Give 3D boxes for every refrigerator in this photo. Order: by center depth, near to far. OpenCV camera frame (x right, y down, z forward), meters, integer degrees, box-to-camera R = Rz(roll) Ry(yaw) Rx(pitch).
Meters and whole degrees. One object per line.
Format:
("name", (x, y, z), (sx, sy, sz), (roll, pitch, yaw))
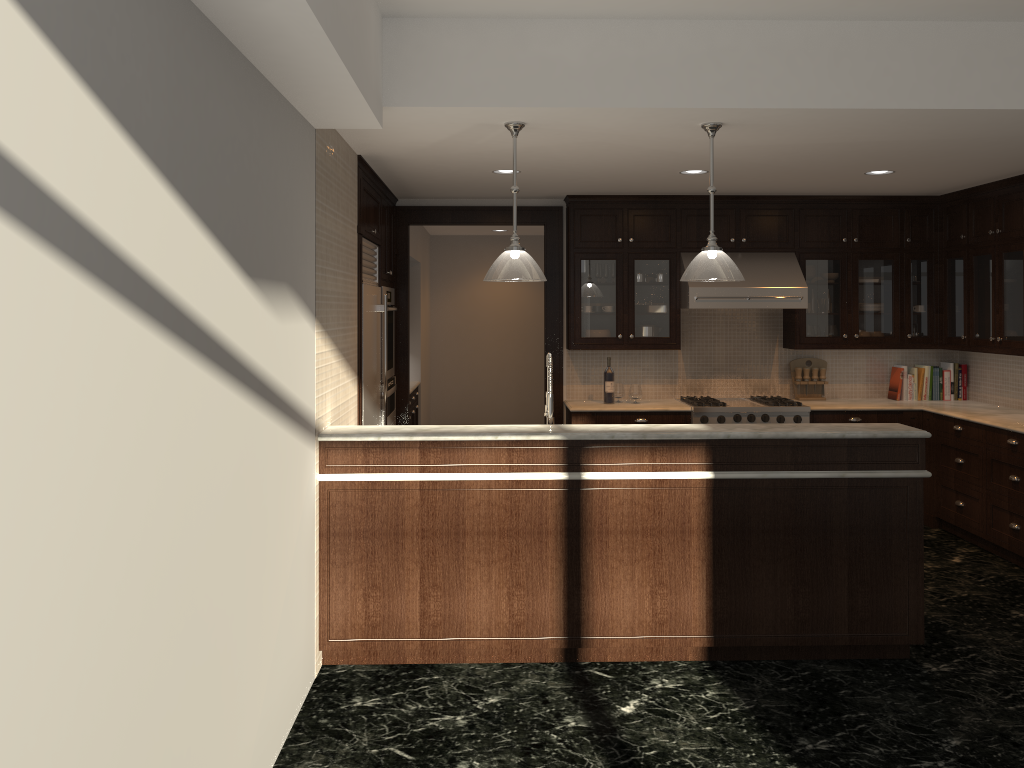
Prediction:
("refrigerator", (-1.225, 0.111, 5.900), (0.687, 2.123, 0.890), (0, 0, -1))

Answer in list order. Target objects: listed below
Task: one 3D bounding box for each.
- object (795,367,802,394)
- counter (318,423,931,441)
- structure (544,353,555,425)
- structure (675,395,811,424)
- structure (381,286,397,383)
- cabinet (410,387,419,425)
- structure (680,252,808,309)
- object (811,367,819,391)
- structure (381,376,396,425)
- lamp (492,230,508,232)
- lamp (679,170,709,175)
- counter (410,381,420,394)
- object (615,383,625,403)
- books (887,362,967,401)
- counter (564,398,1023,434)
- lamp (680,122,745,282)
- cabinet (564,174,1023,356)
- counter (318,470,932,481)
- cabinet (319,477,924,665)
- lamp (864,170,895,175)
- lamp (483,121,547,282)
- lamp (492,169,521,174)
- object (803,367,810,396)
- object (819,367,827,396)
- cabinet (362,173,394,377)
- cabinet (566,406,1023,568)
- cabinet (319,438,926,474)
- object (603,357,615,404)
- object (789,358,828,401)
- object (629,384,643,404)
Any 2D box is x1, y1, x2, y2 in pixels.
("object", (2.389, -0.026, 7.358), (0.061, 0.229, 0.061), (0, 0, -20))
("counter", (0.530, 0.229, 4.254), (2.853, 0.032, 0.329), (0, 5, -1))
("structure", (0.195, 0.101, 4.647), (0.051, 0.531, 0.243), (0, 0, -2))
("structure", (1.834, 0.543, 7.104), (0.905, 0.838, 0.720), (0, 2, -1))
("structure", (-1.205, -0.391, 6.787), (0.613, 0.701, 0.759), (0, 2, -1))
("cabinet", (-0.975, 0.456, 8.436), (0.057, 0.746, 1.796), (0, 4, -1))
("structure", (1.832, -0.849, 7.144), (0.930, 0.478, 0.641), (0, 3, -1))
("object", (2.527, -0.028, 7.362), (0.061, 0.226, 0.061), (0, 0, -32))
("structure", (-1.250, 0.165, 6.780), (0.665, 0.389, 0.764), (0, 4, -1))
("lamp", (-0.142, -1.857, 10.321), (0.198, 0.137, 0.198), (-2, 3, -26))
("lamp", (1.226, -1.492, 5.952), (0.198, 0.137, 0.198), (-2, 4, -36))
("counter", (-1.303, 0.066, 8.432), (0.709, 0.032, 1.861), (0, 5, -1))
("object", (0.868, 0.074, 7.206), (0.112, 0.151, 0.112), (0, 1, -9))
("books", (3.470, -0.024, 7.389), (0.603, 0.312, 0.194), (0, 1, -2))
("counter", (2.143, 0.239, 6.304), (3.367, 0.032, 2.321), (0, 5, -1))
("lamp", (0.999, -0.907, 4.410), (0.317, 0.784, 0.317), (0, 0, 13))
("cabinet", (2.144, -0.836, 6.320), (3.366, 1.255, 2.313), (0, 4, -1))
("counter", (0.514, 0.383, 4.614), (2.867, 0.032, 1.057), (0, 5, -1))
("cabinet", (0.518, 0.825, 4.614), (2.846, 0.914, 1.028), (0, 2, -1))
("lamp", (2.489, -1.497, 5.982), (0.198, 0.137, 0.198), (2, 4, 34))
("lamp", (0.014, -0.903, 4.387), (0.317, 0.784, 0.317), (0, 0, 13))
("lamp", (-0.037, -1.488, 5.922), (0.197, 0.137, 0.198), (0, 3, 4))
("object", (2.455, -0.022, 7.360), (0.061, 0.237, 0.061), (0, 0, -32))
("object", (2.593, -0.023, 7.364), (0.061, 0.237, 0.061), (0, 0, -38))
("cabinet", (-1.231, -0.171, 6.315), (0.756, 2.423, 1.845), (0, 1, -1))
("cabinet", (2.144, 0.697, 6.299), (3.367, 0.881, 2.321), (0, 4, -1))
("cabinet", (0.519, 0.322, 4.253), (2.835, 0.153, 0.293), (0, 4, -1))
("object", (0.781, -0.031, 7.103), (0.094, 0.378, 0.095), (0, 0, 14))
("object", (2.491, -0.042, 7.372), (0.316, 0.350, 0.110), (0, 0, -2))
("object", (0.997, 0.081, 7.122), (0.112, 0.151, 0.112), (0, 1, -9))
